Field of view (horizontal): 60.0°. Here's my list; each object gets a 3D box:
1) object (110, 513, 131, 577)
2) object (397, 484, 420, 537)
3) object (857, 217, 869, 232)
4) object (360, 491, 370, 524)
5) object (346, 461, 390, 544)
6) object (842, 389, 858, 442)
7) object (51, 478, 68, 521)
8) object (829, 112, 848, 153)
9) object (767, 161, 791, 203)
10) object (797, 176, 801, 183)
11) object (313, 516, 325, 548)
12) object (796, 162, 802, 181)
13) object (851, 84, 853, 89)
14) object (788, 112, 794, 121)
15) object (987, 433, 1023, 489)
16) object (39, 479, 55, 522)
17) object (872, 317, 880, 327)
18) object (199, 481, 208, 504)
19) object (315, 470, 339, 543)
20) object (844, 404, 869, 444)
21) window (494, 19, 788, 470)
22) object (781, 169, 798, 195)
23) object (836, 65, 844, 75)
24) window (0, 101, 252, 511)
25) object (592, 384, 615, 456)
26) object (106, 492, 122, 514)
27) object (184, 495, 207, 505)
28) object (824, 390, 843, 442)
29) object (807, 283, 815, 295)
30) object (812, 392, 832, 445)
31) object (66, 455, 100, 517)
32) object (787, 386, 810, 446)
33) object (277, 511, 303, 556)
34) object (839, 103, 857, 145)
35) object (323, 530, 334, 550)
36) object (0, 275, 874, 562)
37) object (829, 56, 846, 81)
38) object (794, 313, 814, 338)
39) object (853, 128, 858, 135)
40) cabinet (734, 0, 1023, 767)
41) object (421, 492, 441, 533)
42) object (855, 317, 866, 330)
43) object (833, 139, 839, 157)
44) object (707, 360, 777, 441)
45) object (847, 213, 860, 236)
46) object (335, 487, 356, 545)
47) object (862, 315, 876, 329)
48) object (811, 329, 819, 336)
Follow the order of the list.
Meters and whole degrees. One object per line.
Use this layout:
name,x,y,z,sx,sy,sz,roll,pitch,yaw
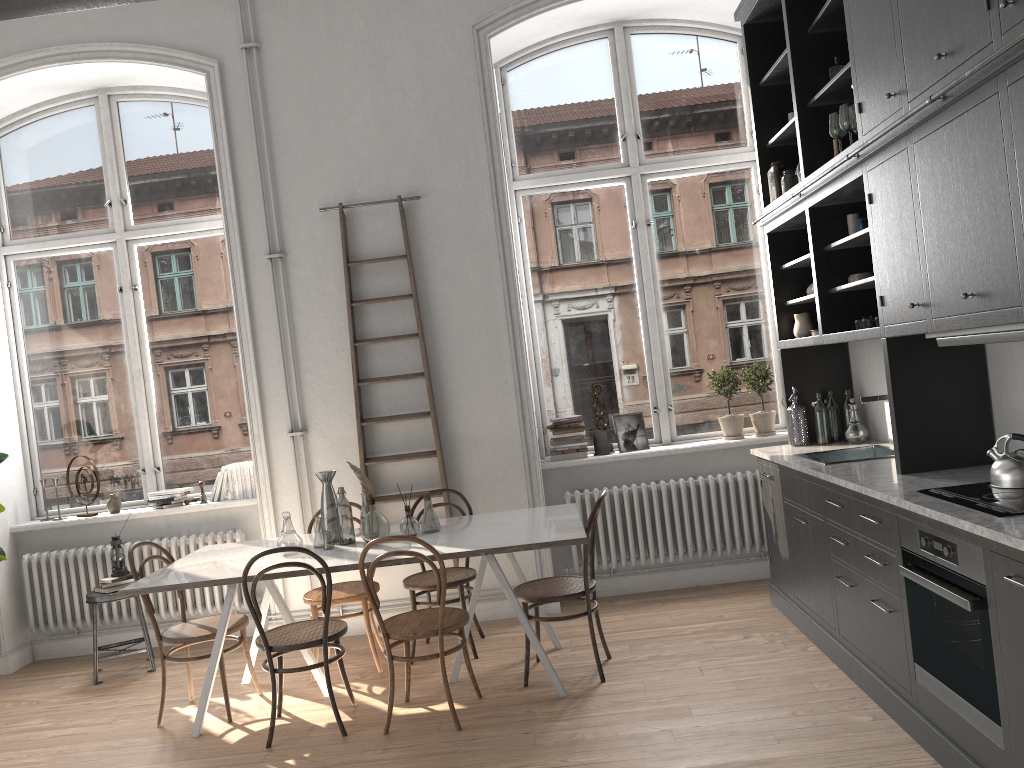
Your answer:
object,-2.493,1.023,5.652,0.163,0.383,0.154,-7,1,-25
object,-0.550,0.665,4.679,0.107,0.283,0.107,-7,1,-4
object,1.716,-0.759,4.324,0.140,0.093,0.082,-7,1,-33
object,-0.772,0.705,4.768,0.098,0.255,0.100,-7,1,-22
object,-0.729,0.605,4.604,0.157,0.446,0.157,-7,1,19
object,1.965,0.182,5.153,0.086,0.301,0.086,-8,1,-43
object,-3.153,0.799,6.150,0.095,0.289,0.095,-6,1,24
object,1.538,-1.160,4.165,0.083,0.221,0.083,-6,1,33
object,1.576,-1.180,5.202,0.118,0.238,0.118,-7,1,-13
object,1.649,-1.142,4.956,0.096,0.150,0.096,-7,1,-10
object,-1.019,0.784,4.702,0.083,0.158,0.083,-7,1,-3
object,1.547,-1.233,4.642,0.134,0.357,0.134,-8,1,-44
object,1.538,-1.181,3.857,0.094,0.267,0.116,-6,1,43
object,1.657,-1.517,5.196,0.059,0.135,0.082,-6,1,29
object,1.791,0.267,3.160,0.171,0.186,0.171,-7,1,12
object,-3.268,0.812,6.211,0.095,0.289,0.095,-6,1,33
object,1.684,-0.289,3.997,0.104,0.059,0.088,-7,1,10
object,-2.130,0.745,6.105,0.048,0.153,0.088,-7,1,-29
object,-0.988,0.666,4.812,0.116,0.383,0.116,-7,1,13
object,1.946,0.224,5.028,0.132,0.219,0.120,-7,1,2
window,6.723,-6.109,8.990,14.385,15.937,26.394,-7,0,1
object,1.597,-1.140,5.060,0.114,0.155,0.114,-7,1,5
object,1.623,-1.501,4.343,0.041,0.125,0.053,-7,1,-31
window,-2.714,-0.589,6.325,1.622,2.843,0.013,-7,1,2
object,0.606,0.241,6.087,0.122,0.488,0.102,-6,1,26
object,-2.764,0.825,6.157,0.100,0.142,0.102,-7,1,-24
object,-2.207,0.806,6.164,0.088,0.048,0.153,-6,1,41
object,1.904,0.188,5.261,0.086,0.301,0.086,-7,1,16
object,1.782,-0.556,5.177,0.140,0.100,0.125,-7,1,-17
object,1.807,0.201,5.184,0.086,0.301,0.086,-7,1,-13
object,-2.972,0.708,6.164,0.347,0.425,0.087,-6,1,34
object,1.688,0.188,5.252,0.109,0.349,0.109,-7,1,-17
object,-1.153,0.769,4.578,0.132,0.219,0.132,-7,1,-9
object,1.537,-1.159,4.034,0.083,0.221,0.083,-7,1,-42
object,-0.957,0.809,4.606,0.058,0.094,0.058,-6,1,30
object,-0.922,0.706,5.084,5.828,1.842,0.792,-7,1,7
object,1.631,-1.540,4.430,0.084,0.199,0.065,-6,1,24
object,1.712,-0.343,5.197,0.127,0.144,0.115,-7,1,-20
object,1.640,-1.172,4.146,0.083,0.221,0.083,-7,1,-6
cabinet,1.624,-0.463,3.768,0.635,3.583,3.250,-7,1,1
object,-0.445,0.687,4.753,0.101,0.212,0.101,-6,1,41
object,1.676,-0.290,4.210,0.088,0.059,0.104,-7,0,-10
object,1.614,-1.141,4.404,0.123,0.161,0.123,-7,1,10
object,1.582,0.107,6.064,0.500,0.524,0.234,-7,1,-9
object,1.721,-0.781,4.439,0.082,0.135,0.059,-7,1,-31
object,-0.889,0.695,4.698,0.086,0.301,0.086,-7,1,-13
object,1.666,-0.287,4.098,0.088,0.059,0.104,-7,1,-20
object,1.784,-0.295,5.039,0.180,0.037,0.180,-7,0,-14
